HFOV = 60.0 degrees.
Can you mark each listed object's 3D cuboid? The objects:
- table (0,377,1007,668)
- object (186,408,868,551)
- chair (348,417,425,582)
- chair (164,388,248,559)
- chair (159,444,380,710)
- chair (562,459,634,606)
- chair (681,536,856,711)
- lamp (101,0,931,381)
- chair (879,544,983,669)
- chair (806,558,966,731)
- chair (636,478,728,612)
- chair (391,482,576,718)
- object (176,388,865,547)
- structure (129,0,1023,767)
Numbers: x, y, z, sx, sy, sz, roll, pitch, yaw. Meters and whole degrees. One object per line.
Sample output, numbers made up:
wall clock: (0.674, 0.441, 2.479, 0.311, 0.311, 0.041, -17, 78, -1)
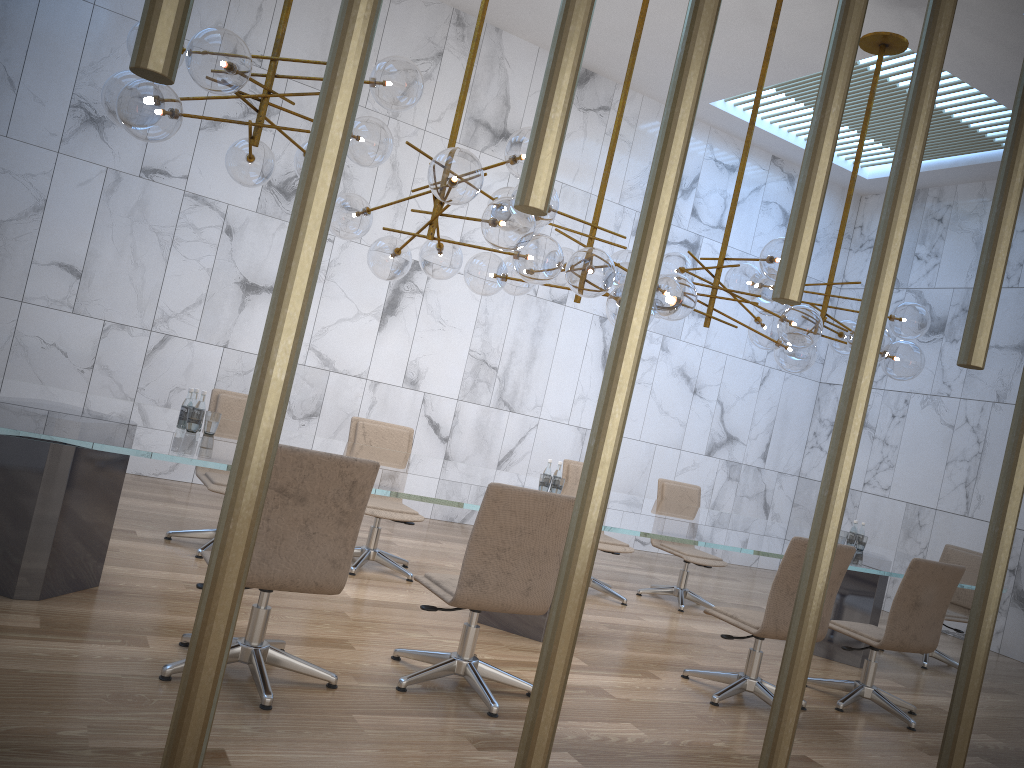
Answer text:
table: (0.139, 1.101, 5.583, 7.924, 0.835, 2.092, 14, -1, -28)
object: (0.526, 0.704, 5.710, 5.112, 0.117, 0.183, 14, -1, -28)
chair: (-0.923, 0.792, 6.253, 0.726, 1.000, 0.697, 14, -1, -29)
chair: (-1.767, 0.587, 5.782, 0.726, 1.000, 0.697, 14, -1, -29)
chair: (-0.978, 0.723, 3.672, 0.726, 1.000, 0.697, 14, -1, -28)
chair: (0.655, 1.174, 7.133, 0.726, 1.000, 0.697, 14, -1, -29)
chair: (1.457, 1.313, 5.030, 0.726, 1.000, 0.697, 14, -1, -28)
lamp: (0.667, -1.664, 5.588, 5.672, 2.716, 1.557, 14, -1, -29)
chair: (3.622, 1.866, 7.518, 0.697, 1.000, 0.726, 14, -1, -28)
chair: (2.306, 1.519, 5.503, 0.726, 1.000, 0.697, 14, -1, -28)
chair: (1.509, 1.382, 7.610, 0.726, 1.000, 0.697, 14, -1, -29)
chair: (-0.124, 0.930, 4.148, 0.726, 1.000, 0.697, 14, -1, -28)
object: (0.525, 0.655, 5.760, 5.189, 0.213, 0.124, 14, -1, -28)
structure: (1.889, 0.590, 1.661, 7.223, 2.456, 0.023, 14, -1, -28)
